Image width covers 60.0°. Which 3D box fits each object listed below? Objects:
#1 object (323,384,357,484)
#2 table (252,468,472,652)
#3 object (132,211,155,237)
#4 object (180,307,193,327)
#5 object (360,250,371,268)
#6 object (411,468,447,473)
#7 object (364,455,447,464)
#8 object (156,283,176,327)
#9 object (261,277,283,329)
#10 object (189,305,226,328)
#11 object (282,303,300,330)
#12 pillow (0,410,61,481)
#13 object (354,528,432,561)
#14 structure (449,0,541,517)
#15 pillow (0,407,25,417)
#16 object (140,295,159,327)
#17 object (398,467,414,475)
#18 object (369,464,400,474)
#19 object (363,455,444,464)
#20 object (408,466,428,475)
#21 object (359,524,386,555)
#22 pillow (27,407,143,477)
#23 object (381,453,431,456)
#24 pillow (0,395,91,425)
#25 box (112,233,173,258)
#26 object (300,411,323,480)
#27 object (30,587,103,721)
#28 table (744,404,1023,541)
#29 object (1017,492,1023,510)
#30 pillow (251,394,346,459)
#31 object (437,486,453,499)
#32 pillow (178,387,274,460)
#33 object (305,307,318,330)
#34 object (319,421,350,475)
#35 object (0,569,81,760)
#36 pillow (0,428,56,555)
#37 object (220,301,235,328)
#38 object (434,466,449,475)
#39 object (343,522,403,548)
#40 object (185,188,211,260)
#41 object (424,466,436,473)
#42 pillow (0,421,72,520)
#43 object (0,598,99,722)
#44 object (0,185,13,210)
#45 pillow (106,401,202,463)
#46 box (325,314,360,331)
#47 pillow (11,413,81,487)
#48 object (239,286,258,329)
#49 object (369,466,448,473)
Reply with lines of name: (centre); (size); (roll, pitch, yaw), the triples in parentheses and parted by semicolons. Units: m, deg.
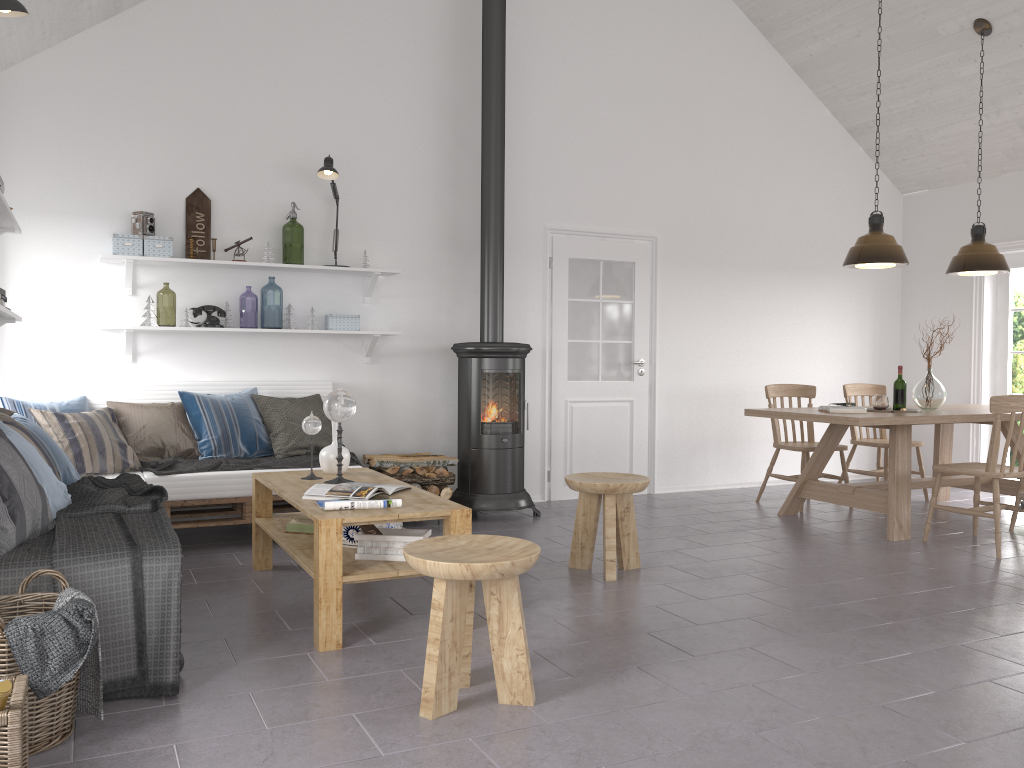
object: (-0.814, 0.231, 4.194); (0.155, 0.468, 0.155); (2, 2, 43)
table: (-0.741, 0.713, 4.007); (0.607, 0.485, 1.457); (0, 2, -26)
object: (-2.226, -0.964, 5.381); (0.117, 0.157, 0.121); (1, 2, 24)
object: (-1.979, -0.406, 5.394); (0.072, 0.124, 0.068); (-1, 2, -41)
object: (-0.983, -0.832, 5.937); (0.073, 0.142, 0.072); (1, 2, 7)
object: (-0.686, 0.604, 5.794); (0.538, 0.082, 0.099); (0, 2, -26)
object: (-0.682, 0.498, 5.803); (0.562, 0.074, 0.095); (0, 2, -25)
object: (-2.097, -0.479, 5.379); (0.111, 0.270, 0.111); (0, 2, -8)
object: (-1.531, -0.515, 5.652); (0.137, 0.335, 0.137); (-1, 2, -37)
object: (-1.894, -0.417, 5.508); (0.203, 0.146, 0.171); (0, 2, -2)
object: (-1.443, -0.439, 5.769); (0.097, 0.178, 0.103); (1, 2, 27)
pillow: (-2.114, 0.327, 3.744); (0.316, 0.438, 0.546); (0, 2, -13)
object: (-0.481, 0.650, 3.591); (0.281, 0.102, 0.155); (1, 2, 7)
structure: (-0.157, -1.539, 6.048); (0.626, 4.887, 0.643); (2, 2, 40)
pillow: (-2.491, 0.307, 4.510); (0.334, 0.438, 0.545); (0, 2, -21)
object: (-2.188, -0.442, 5.356); (0.113, 0.195, 0.107); (0, 2, -19)
object: (-0.756, 0.545, 5.816); (0.098, 0.060, 0.467); (0, 2, -23)
object: (-0.830, 0.543, 5.775); (0.098, 0.061, 0.467); (0, 2, -24)
object: (-0.718, 0.499, 5.900); (0.541, 0.070, 0.101); (0, 2, -25)
object: (-0.675, 0.543, 5.855); (0.096, 0.068, 0.467); (0, 2, -26)
object: (-0.544, 0.628, 3.607); (0.182, 0.139, 0.090); (1, 2, 29)
pillow: (-2.326, 0.324, 4.874); (0.358, 0.392, 0.516); (1, 2, 33)
object: (-0.763, 0.497, 5.973); (0.467, 0.063, 0.095); (0, 2, -26)
pillow: (-2.580, 0.279, 5.024); (0.287, 0.437, 0.534); (2, 2, 37)
box: (-2.241, -0.821, 5.374); (0.332, 0.131, 0.242); (0, 2, -26)
object: (-0.974, 0.296, 4.314); (0.109, 0.329, 0.109); (1, 2, 33)
object: (-1.351, 0.788, 2.490); (0.349, 0.356, 0.290); (0, 2, -31)
table: (2.840, 0.552, 6.123); (2.300, 0.749, 1.001); (0, 2, -26)
object: (2.377, 0.496, 3.719); (0.462, 0.120, 0.348); (1, 2, 35)
pillow: (-1.321, 0.261, 5.556); (0.334, 0.395, 0.519); (2, 2, 42)
object: (-0.532, 0.680, 5.945); (0.118, 0.142, 0.520); (0, 2, -22)
pillow: (-1.700, 0.240, 5.356); (0.311, 0.428, 0.526); (2, 2, 43)
object: (-1.310, -0.430, 5.798); (0.088, 0.161, 0.093); (0, 2, -16)
object: (-0.897, 0.296, 4.490); (0.155, 0.325, 0.155); (1, 2, 35)
object: (-1.388, 0.776, 2.465); (0.393, 0.432, 0.393); (-1, 2, -39)
pillow: (-1.768, 0.339, 2.988); (0.301, 0.444, 0.534); (0, 2, -9)
object: (-1.803, -0.436, 5.600); (0.127, 0.176, 0.007); (0, 2, -20)
object: (-0.545, 0.545, 5.914); (0.098, 0.088, 0.466); (0, 2, -24)
object: (-0.629, 0.616, 3.873); (0.302, 0.161, 0.302); (0, 2, -29)
object: (-1.972, -0.997, 5.574); (0.154, 0.480, 0.053); (0, 2, -21)
object: (-0.604, 0.544, 5.875); (0.044, 0.034, 0.425); (0, 2, -26)
pillow: (-1.923, 0.358, 3.414); (0.331, 0.401, 0.525); (0, 2, -7)
object: (-1.321, 0.772, 2.440); (0.367, 0.332, 0.303); (1, 2, 20)
object: (-2.095, -0.757, 3.598); (0.124, 0.100, 0.124); (0, 2, -3)
pillow: (-2.073, 0.295, 5.191); (0.521, 0.381, 0.366); (0, 2, -29)
box: (-1.126, -0.404, 5.887); (0.202, 0.110, 0.137); (0, 2, -26)
pillow: (-2.251, 0.348, 4.169); (0.341, 0.408, 0.523); (0, 2, -10)
object: (-1.662, -0.482, 5.598); (0.111, 0.270, 0.111); (0, 2, -8)
object: (-0.702, 0.578, 5.906); (0.562, 0.057, 0.097); (0, 2, -26)
